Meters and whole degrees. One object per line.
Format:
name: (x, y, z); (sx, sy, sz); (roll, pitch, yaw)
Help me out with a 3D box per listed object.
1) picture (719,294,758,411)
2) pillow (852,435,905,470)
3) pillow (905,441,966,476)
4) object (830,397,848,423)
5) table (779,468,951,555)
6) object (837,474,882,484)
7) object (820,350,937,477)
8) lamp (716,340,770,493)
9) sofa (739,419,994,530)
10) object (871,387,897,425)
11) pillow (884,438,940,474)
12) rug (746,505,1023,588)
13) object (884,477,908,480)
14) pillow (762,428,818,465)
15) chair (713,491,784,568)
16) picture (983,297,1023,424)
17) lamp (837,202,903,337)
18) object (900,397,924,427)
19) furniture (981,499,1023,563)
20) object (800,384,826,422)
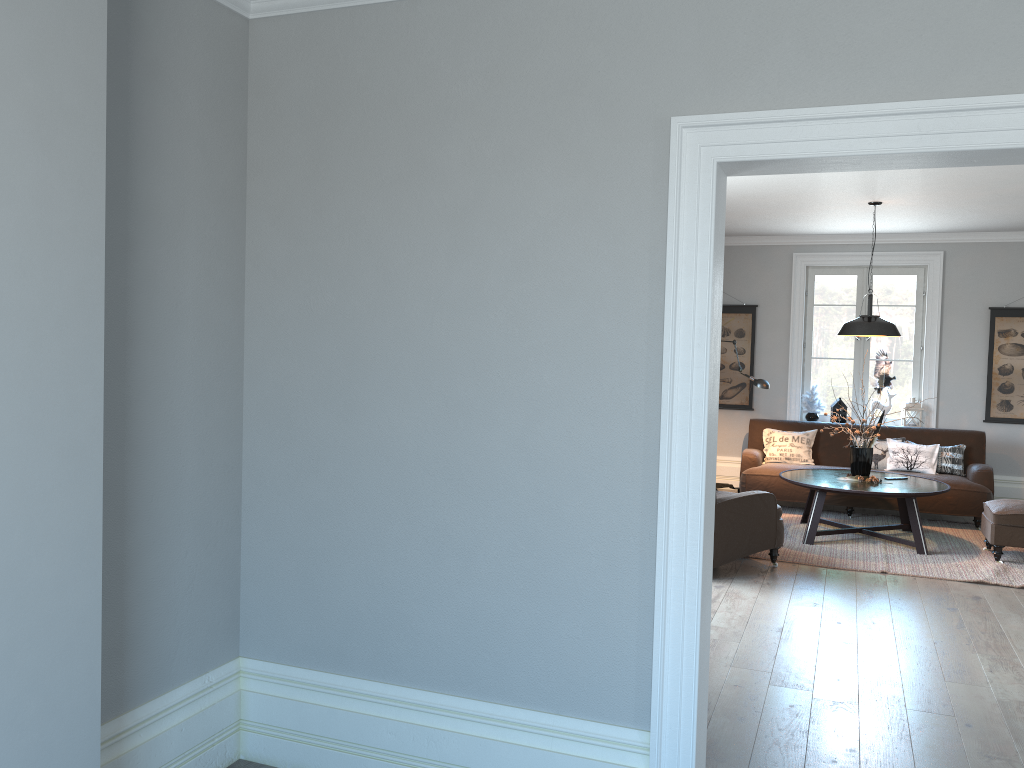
picture: (2.255, -0.384, 9.666); (0.793, 1.313, 0.057); (2, 2, 21)
pillow: (3.466, 0.668, 8.408); (0.472, 0.347, 0.159); (2, 2, 18)
pillow: (3.939, 0.691, 8.267); (0.542, 0.288, 0.183); (3, 3, 22)
object: (3.390, 0.280, 9.200); (0.155, 0.284, 0.155); (2, 2, 11)
table: (2.856, 1.032, 7.261); (1.300, 0.503, 1.300); (2, 3, 14)
object: (2.846, 0.760, 7.160); (0.404, 0.067, 0.153); (4, 3, 38)
object: (2.952, 0.259, 7.133); (0.853, 1.065, 0.525); (1, 2, -8)
lamp: (1.938, 0.356, 8.948); (0.797, 1.644, 1.864); (0, 3, -32)
sofa: (3.306, 0.820, 8.400); (2.165, 0.824, 0.969); (3, 3, 21)
object: (3.757, 0.237, 8.973); (0.239, 0.410, 0.128); (2, 2, 17)
pillow: (3.712, 0.673, 8.233); (0.471, 0.309, 0.188); (3, 3, 21)
rug: (2.891, 1.227, 7.292); (2.819, 0.090, 2.400); (3, 3, 21)
object: (3.191, 0.782, 7.366); (0.207, 0.011, 0.051); (1, 3, -19)
pillow: (2.726, 0.621, 8.732); (0.519, 0.368, 0.240); (3, 3, 21)
chair: (1.395, 0.876, 6.355); (0.970, 0.795, 0.807); (0, 3, -28)
picture: (5.044, -0.260, 8.602); (0.793, 1.313, 0.057); (2, 2, 21)
lamp: (2.913, -0.926, 7.182); (0.504, 1.075, 0.504); (1, 2, -22)
object: (4.026, 0.290, 8.934); (0.193, 0.322, 0.193); (2, 2, 15)
furniture: (3.847, 1.104, 6.613); (0.583, 0.439, 0.574); (3, 3, 21)
object: (3.135, 0.198, 9.287); (0.247, 0.423, 0.263); (0, 3, -33)
